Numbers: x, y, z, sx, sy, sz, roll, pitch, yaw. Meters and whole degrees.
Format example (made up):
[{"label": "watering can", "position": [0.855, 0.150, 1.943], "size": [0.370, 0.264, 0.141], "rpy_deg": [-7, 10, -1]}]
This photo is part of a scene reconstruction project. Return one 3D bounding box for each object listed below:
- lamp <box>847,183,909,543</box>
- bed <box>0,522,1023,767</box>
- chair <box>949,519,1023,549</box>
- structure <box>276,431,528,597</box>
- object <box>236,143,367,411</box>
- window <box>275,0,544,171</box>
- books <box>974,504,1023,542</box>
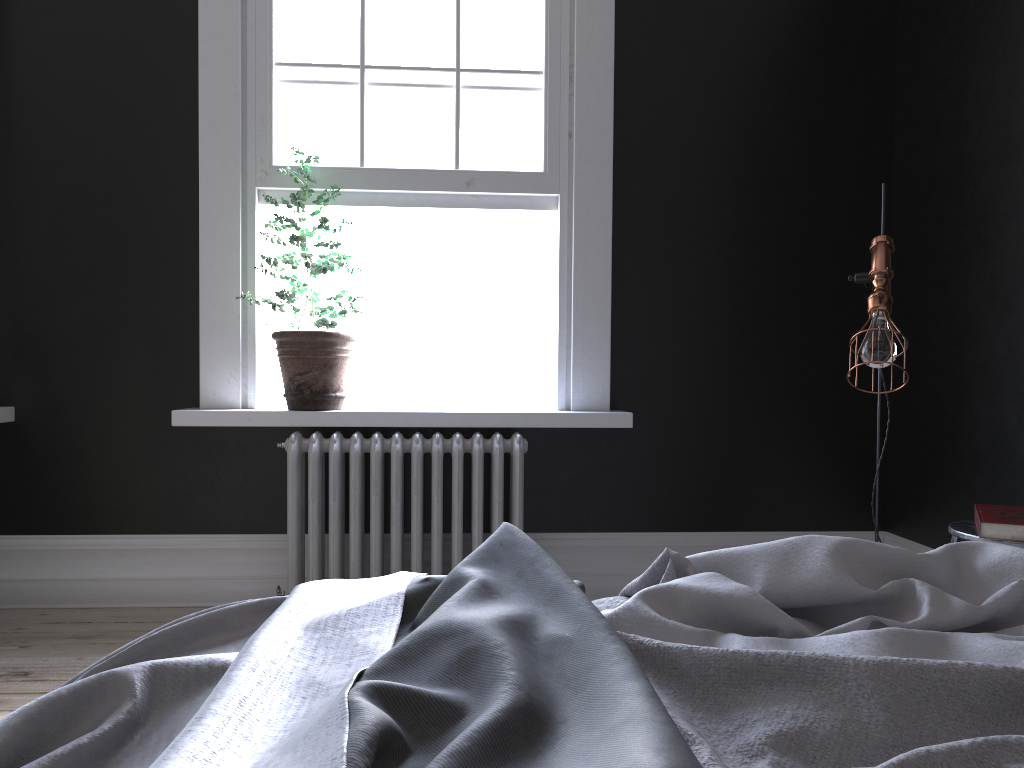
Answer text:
[{"label": "lamp", "position": [1.477, 0.160, 3.443], "size": [0.437, 1.780, 1.717], "rpy_deg": [2, 2, 34]}, {"label": "bed", "position": [0.453, 0.426, 1.091], "size": [3.283, 1.299, 2.764], "rpy_deg": [0, 1, -16]}, {"label": "chair", "position": [1.395, 0.733, 2.395], "size": [0.613, 0.673, 0.613], "rpy_deg": [2, 2, 40]}, {"label": "structure", "position": [-0.456, 0.631, 3.891], "size": [1.141, 0.849, 0.276], "rpy_deg": [0, 2, -4]}, {"label": "object", "position": [-0.887, -0.452, 3.887], "size": [0.474, 1.134, 0.505], "rpy_deg": [2, 2, 36]}, {"label": "window", "position": [-0.462, -1.392, 4.035], "size": [1.263, 1.017, 0.056], "rpy_deg": [0, 2, -4]}, {"label": "books", "position": [1.398, 0.375, 2.371], "size": [0.275, 0.045, 0.346], "rpy_deg": [1, 1, 26]}]
